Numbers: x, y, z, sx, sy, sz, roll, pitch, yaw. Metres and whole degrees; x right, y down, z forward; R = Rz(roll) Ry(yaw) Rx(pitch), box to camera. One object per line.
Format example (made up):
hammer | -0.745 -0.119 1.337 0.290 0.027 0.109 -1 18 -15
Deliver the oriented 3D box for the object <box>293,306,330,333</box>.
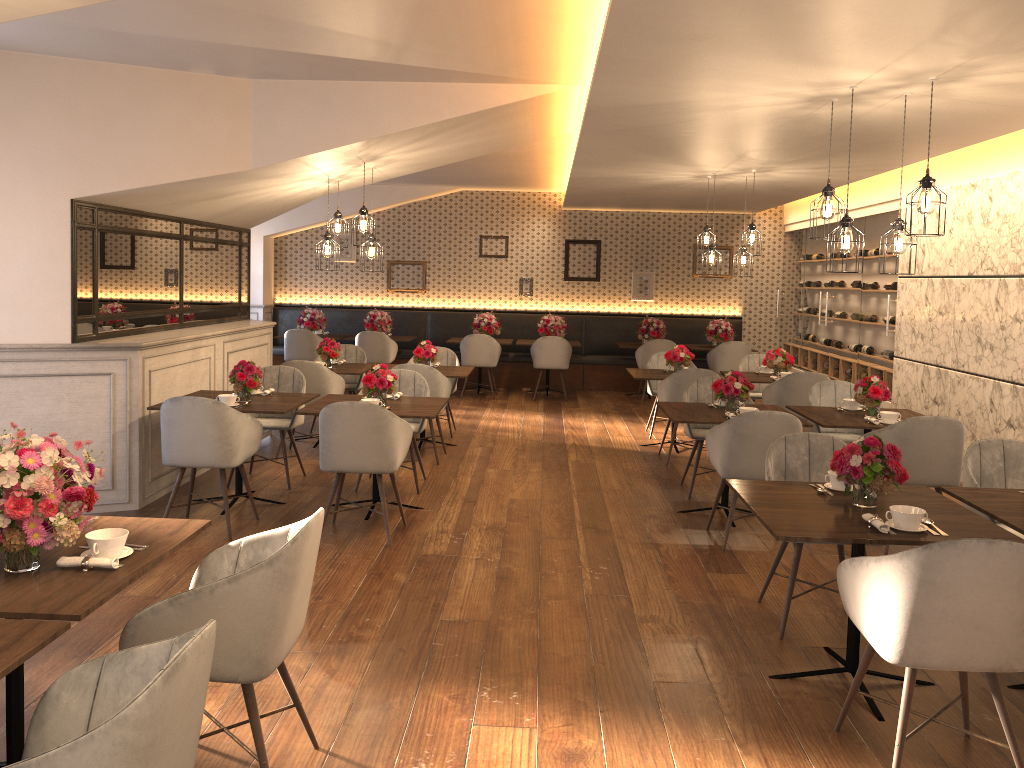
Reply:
object | -2.835 -0.890 12.530 0.406 0.424 0.420 6 7 44

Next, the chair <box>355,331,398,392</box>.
chair | -1.852 -0.296 11.931 0.565 0.869 0.528 2 4 2

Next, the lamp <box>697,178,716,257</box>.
lamp | 1.954 -2.300 8.745 0.175 2.063 0.175 2 4 4

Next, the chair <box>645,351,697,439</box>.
chair | 1.667 0.111 9.286 0.565 0.869 0.528 2 4 2

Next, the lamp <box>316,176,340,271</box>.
lamp | -1.445 -1.937 7.005 0.175 2.063 0.175 2 4 4

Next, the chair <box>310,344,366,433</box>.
chair | -1.770 0.043 9.110 0.565 0.869 0.528 2 4 2

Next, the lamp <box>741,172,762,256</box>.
lamp | 2.259 -2.228 8.204 0.175 2.063 0.175 2 4 4

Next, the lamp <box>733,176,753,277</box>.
lamp | 2.266 -2.074 8.544 0.175 2.063 0.175 2 4 4

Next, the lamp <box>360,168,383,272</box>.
lamp | -1.116 -1.942 7.119 0.175 2.063 0.175 2 4 4

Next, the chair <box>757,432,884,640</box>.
chair | 1.475 0.707 4.242 0.565 0.869 0.528 2 4 2

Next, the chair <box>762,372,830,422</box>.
chair | 2.560 0.296 7.927 0.565 0.869 0.528 2 4 2

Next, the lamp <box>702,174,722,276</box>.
lamp | 1.937 -2.069 8.430 0.175 2.063 0.175 2 4 4

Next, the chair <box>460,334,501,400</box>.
chair | -0.437 -0.253 11.880 0.565 0.869 0.528 2 4 2

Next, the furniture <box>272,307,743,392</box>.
furniture | -0.120 -0.503 13.169 7.088 1.078 0.543 2 4 2

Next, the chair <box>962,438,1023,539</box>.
chair | 2.434 0.736 4.208 0.565 0.869 0.528 2 4 2

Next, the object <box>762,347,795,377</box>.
object | 2.584 -0.219 8.578 0.305 0.300 0.235 4 5 24

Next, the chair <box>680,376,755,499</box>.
chair | 1.573 0.403 6.814 0.565 0.869 0.528 2 4 2

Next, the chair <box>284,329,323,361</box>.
chair | -2.810 -0.324 11.966 0.565 0.869 0.528 2 4 2

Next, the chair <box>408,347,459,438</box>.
chair | -0.812 0.072 9.075 0.565 0.869 0.528 2 4 2

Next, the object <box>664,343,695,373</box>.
object | 1.637 -0.251 8.643 0.305 0.300 0.235 0 5 -20

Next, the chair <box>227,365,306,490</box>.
chair | -1.858 0.317 6.792 0.565 0.869 0.528 2 4 2

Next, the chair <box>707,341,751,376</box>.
chair | 2.894 -0.153 11.759 0.565 0.869 0.528 2 4 2

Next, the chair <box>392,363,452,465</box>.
chair | -0.831 0.229 7.749 0.565 0.869 0.528 2 4 2

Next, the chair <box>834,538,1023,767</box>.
chair | 1.410 0.863 2.918 0.565 0.869 0.528 2 4 2

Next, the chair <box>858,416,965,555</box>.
chair | 2.466 0.588 5.455 0.565 0.869 0.528 2 4 2

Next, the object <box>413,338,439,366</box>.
object | -0.809 -0.280 8.360 0.234 0.300 0.306 3 5 21

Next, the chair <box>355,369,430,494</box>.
chair | -0.900 0.346 6.757 0.565 0.869 0.528 2 4 2

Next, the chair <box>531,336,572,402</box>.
chair | 0.521 -0.224 11.845 0.565 0.869 0.528 2 4 2

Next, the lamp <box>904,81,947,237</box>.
lamp | 2.115 -1.780 4.421 0.175 2.063 0.175 2 4 4

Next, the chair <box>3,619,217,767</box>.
chair | -0.906 0.934 1.822 0.526 0.869 0.567 2 4 2

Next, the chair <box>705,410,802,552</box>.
chair | 1.508 0.559 5.490 0.565 0.869 0.528 2 4 2

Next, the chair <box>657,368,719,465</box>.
chair | 1.602 0.267 7.961 0.565 0.869 0.528 2 4 2

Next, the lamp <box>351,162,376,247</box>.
lamp | -1.123 -2.095 6.780 0.175 2.063 0.175 2 4 4

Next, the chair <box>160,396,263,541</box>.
chair | -1.877 0.474 5.466 0.565 0.869 0.528 2 4 2

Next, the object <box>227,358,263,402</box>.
object | -1.836 -0.034 6.067 0.234 0.300 0.306 -1 6 -23

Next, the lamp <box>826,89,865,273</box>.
lamp | 1.793 -1.621 4.646 0.175 2.063 0.175 2 4 4

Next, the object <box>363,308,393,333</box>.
object | -1.888 -0.861 12.491 0.419 0.424 0.407 1 5 -10

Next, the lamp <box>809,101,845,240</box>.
lamp | 1.810 -1.853 4.962 0.175 2.063 0.175 2 4 4

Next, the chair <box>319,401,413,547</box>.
chair | -0.919 0.503 5.431 0.565 0.869 0.528 2 4 2

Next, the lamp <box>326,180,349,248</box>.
lamp | -1.428 -2.168 7.321 0.175 2.063 0.175 2 4 4

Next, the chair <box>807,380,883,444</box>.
chair | 2.532 0.432 6.779 0.565 0.869 0.528 2 4 2

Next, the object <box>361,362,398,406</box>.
object | -0.897 -0.007 6.045 0.234 0.300 0.306 3 5 21

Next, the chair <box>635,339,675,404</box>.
chair | 1.936 -0.181 11.793 0.565 0.869 0.528 2 4 2

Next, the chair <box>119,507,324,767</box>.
chair | -0.871 0.823 2.759 0.526 0.869 0.567 2 4 2

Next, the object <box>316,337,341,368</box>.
object | -1.748 -0.307 8.382 0.234 0.300 0.306 -1 6 -23

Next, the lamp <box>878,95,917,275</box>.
lamp | 2.122 -1.626 4.761 0.175 2.063 0.175 2 4 4

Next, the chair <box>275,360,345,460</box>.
chair | -1.789 0.200 7.784 0.565 0.869 0.528 2 4 2

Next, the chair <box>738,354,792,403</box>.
chair | 2.626 0.140 9.251 0.565 0.869 0.528 2 4 2

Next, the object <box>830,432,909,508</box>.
object | 1.445 0.345 3.600 0.306 0.300 0.235 5 6 35
